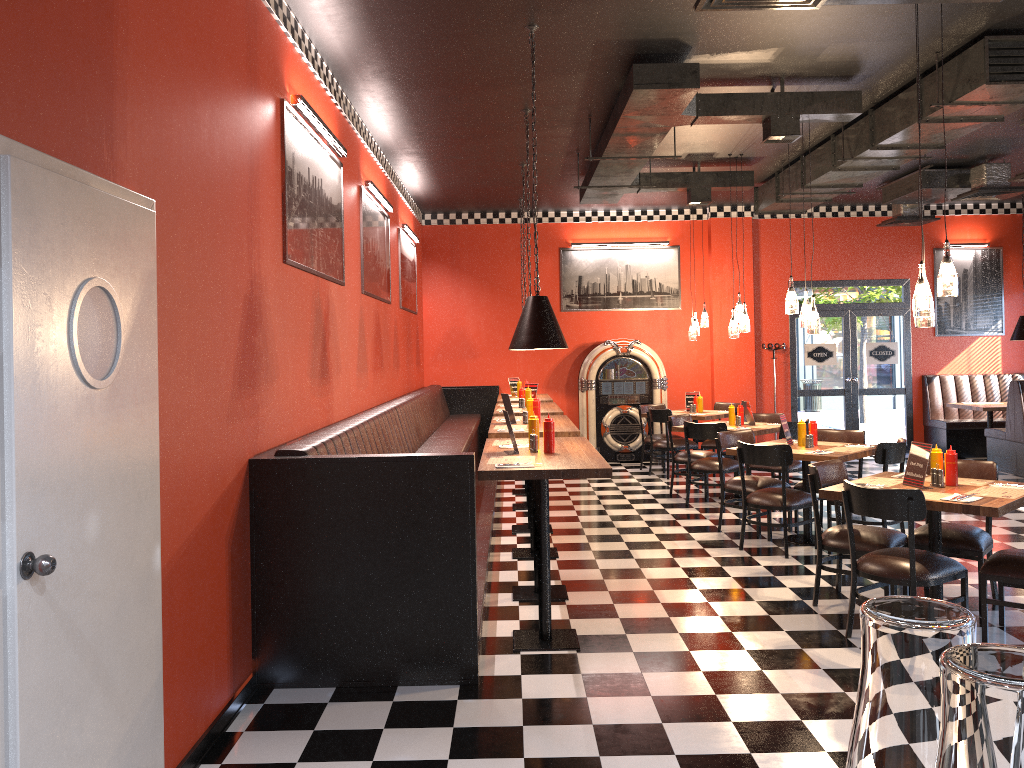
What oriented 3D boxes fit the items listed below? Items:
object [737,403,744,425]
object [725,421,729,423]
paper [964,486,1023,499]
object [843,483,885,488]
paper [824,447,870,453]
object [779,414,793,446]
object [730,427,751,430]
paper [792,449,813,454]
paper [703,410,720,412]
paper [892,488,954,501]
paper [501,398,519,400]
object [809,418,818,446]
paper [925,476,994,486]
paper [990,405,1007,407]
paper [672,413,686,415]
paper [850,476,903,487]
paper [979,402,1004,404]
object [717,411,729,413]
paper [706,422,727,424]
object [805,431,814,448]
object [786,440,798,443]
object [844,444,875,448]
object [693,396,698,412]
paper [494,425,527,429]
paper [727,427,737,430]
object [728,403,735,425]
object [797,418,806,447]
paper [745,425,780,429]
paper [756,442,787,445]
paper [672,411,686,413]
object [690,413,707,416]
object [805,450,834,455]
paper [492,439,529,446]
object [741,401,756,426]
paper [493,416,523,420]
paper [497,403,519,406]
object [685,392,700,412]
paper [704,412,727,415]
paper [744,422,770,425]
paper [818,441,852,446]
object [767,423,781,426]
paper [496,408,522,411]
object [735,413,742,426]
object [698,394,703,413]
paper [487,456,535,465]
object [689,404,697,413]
[{"bbox_3d":[2.458,0.322,9.525,0.068,0.238,0.068,-1,0,5],"label":"object"},{"bbox_3d":[2.439,0.420,9.869,0.157,0.019,0.255,1,3,45],"label":"object"},{"bbox_3d":[2.714,0.605,4.943,0.365,0.001,0.261,-3,3,-45],"label":"paper"},{"bbox_3d":[2.097,0.598,5.220,0.255,0.019,0.157,1,3,39],"label":"object"},{"bbox_3d":[2.667,0.526,7.100,0.261,0.001,0.365,1,3,43],"label":"paper"},{"bbox_3d":[2.316,0.391,7.475,0.072,0.257,0.188,-1,0,30],"label":"object"},{"bbox_3d":[2.348,0.450,9.086,0.255,0.019,0.157,-3,3,-43],"label":"object"},{"bbox_3d":[2.220,0.535,7.076,0.365,0.001,0.261,1,3,43],"label":"paper"},{"bbox_3d":[2.600,0.356,11.728,0.365,0.001,0.261,1,3,44],"label":"paper"},{"bbox_3d":[2.250,0.614,4.935,0.261,0.001,0.365,-3,3,-43],"label":"paper"},{"bbox_3d":[0.000,0.191,11.450,0.261,0.001,0.365,-1,2,2],"label":"paper"},{"bbox_3d":[2.518,0.399,7.406,0.068,0.238,0.068,-1,0,5],"label":"object"},{"bbox_3d":[2.701,0.588,5.391,0.365,0.001,0.261,1,3,44],"label":"paper"},{"bbox_3d":[6.407,0.289,11.546,0.365,0.001,0.261,-1,2,-3],"label":"paper"},{"bbox_3d":[2.135,0.383,11.246,0.365,0.001,0.261,1,3,45],"label":"paper"},{"bbox_3d":[2.236,0.597,5.412,0.261,0.001,0.365,1,3,45],"label":"paper"},{"bbox_3d":[6.510,0.264,12.176,0.365,0.001,0.261,-1,2,0],"label":"paper"},{"bbox_3d":[2.756,0.355,11.445,0.157,0.019,0.255,-3,3,-45],"label":"object"},{"bbox_3d":[2.158,0.439,9.711,0.261,0.001,0.365,1,3,44],"label":"paper"},{"bbox_3d":[2.454,0.456,7.308,0.094,0.136,0.046,-1,0,-40],"label":"object"},{"bbox_3d":[2.480,0.499,7.700,0.157,0.019,0.255,0,3,38],"label":"object"},{"bbox_3d":[2.837,0.507,7.286,0.255,0.019,0.157,1,3,44],"label":"object"},{"bbox_3d":[2.401,0.248,11.549,0.068,0.238,0.068,-1,0,-3],"label":"object"},{"bbox_3d":[-0.011,0.349,7.172,0.261,0.001,0.365,-1,2,2],"label":"paper"},{"bbox_3d":[2.181,0.457,9.234,0.261,0.001,0.365,-3,3,-44],"label":"paper"},{"bbox_3d":[2.364,0.324,9.527,0.068,0.238,0.068,-1,0,5],"label":"object"},{"bbox_3d":[2.424,0.401,7.407,0.068,0.238,0.068,-1,0,5],"label":"object"},{"bbox_3d":[2.644,0.447,9.250,0.261,0.001,0.365,1,3,44],"label":"paper"},{"bbox_3d":[2.199,0.519,7.539,0.365,0.001,0.261,-3,3,-44],"label":"paper"},{"bbox_3d":[2.123,0.366,11.710,0.365,0.001,0.261,-3,3,-43],"label":"paper"},{"bbox_3d":[2.326,0.377,11.091,0.255,0.019,0.157,-3,3,-42],"label":"object"},{"bbox_3d":[2.414,0.529,6.923,0.255,0.019,0.157,-3,3,-43],"label":"object"},{"bbox_3d":[0.006,0.394,5.963,0.261,0.001,0.365,-1,2,2],"label":"paper"},{"bbox_3d":[2.536,0.312,9.503,0.072,0.257,0.188,-1,0,-10],"label":"object"},{"bbox_3d":[-0.036,0.314,8.139,0.261,0.001,0.365,-1,2,2],"label":"paper"},{"bbox_3d":[-0.031,0.237,10.235,0.261,0.001,0.365,-1,2,2],"label":"paper"},{"bbox_3d":[2.380,0.235,11.652,0.188,0.257,0.072,-1,0,10],"label":"object"},{"bbox_3d":[2.583,0.374,11.263,0.261,0.001,0.365,1,3,44],"label":"paper"},{"bbox_3d":[2.623,0.431,9.698,0.365,0.001,0.261,1,3,43],"label":"paper"},{"bbox_3d":[2.676,0.509,7.566,0.365,0.001,0.261,1,3,43],"label":"paper"},{"bbox_3d":[2.825,0.427,9.469,0.157,0.019,0.255,-3,3,-42],"label":"object"},{"bbox_3d":[-0.028,0.270,9.315,0.261,0.001,0.365,-1,2,2],"label":"paper"},{"bbox_3d":[2.410,0.378,9.438,0.047,0.136,0.093,-1,0,-10],"label":"object"},{"bbox_3d":[2.439,0.251,11.463,0.068,0.238,0.068,-1,0,-3],"label":"object"},{"bbox_3d":[0.000,0.429,5.002,0.261,0.001,0.365,-1,2,2],"label":"paper"},{"bbox_3d":[2.346,0.304,11.477,0.093,0.136,0.046,-1,0,0],"label":"object"}]
